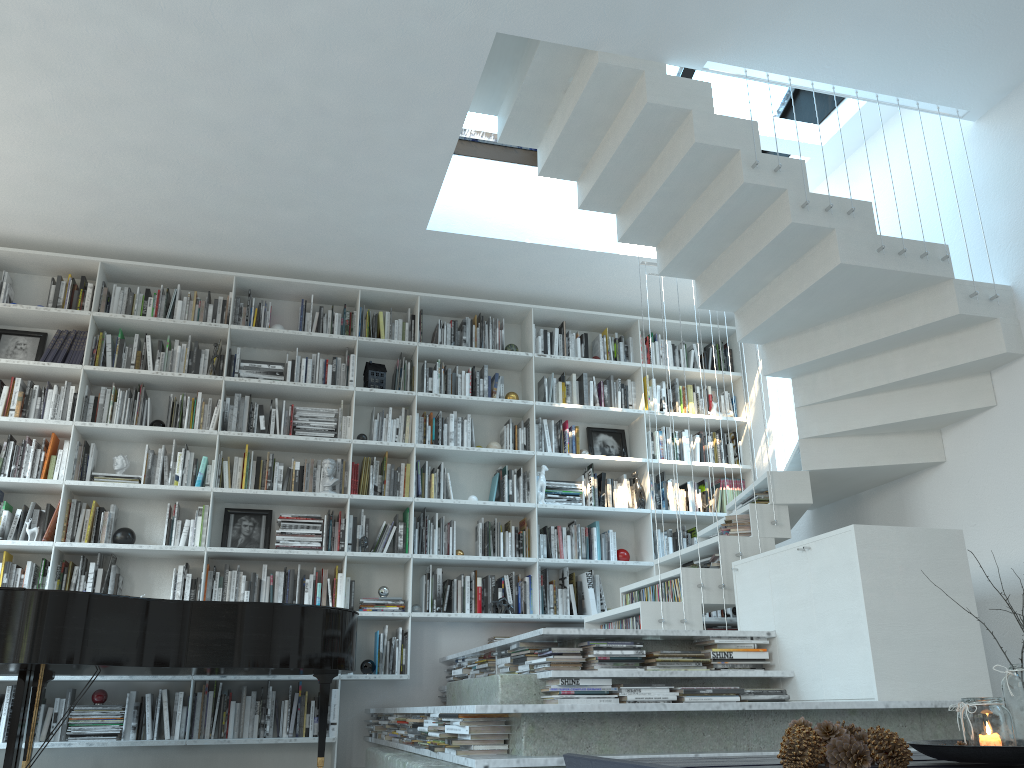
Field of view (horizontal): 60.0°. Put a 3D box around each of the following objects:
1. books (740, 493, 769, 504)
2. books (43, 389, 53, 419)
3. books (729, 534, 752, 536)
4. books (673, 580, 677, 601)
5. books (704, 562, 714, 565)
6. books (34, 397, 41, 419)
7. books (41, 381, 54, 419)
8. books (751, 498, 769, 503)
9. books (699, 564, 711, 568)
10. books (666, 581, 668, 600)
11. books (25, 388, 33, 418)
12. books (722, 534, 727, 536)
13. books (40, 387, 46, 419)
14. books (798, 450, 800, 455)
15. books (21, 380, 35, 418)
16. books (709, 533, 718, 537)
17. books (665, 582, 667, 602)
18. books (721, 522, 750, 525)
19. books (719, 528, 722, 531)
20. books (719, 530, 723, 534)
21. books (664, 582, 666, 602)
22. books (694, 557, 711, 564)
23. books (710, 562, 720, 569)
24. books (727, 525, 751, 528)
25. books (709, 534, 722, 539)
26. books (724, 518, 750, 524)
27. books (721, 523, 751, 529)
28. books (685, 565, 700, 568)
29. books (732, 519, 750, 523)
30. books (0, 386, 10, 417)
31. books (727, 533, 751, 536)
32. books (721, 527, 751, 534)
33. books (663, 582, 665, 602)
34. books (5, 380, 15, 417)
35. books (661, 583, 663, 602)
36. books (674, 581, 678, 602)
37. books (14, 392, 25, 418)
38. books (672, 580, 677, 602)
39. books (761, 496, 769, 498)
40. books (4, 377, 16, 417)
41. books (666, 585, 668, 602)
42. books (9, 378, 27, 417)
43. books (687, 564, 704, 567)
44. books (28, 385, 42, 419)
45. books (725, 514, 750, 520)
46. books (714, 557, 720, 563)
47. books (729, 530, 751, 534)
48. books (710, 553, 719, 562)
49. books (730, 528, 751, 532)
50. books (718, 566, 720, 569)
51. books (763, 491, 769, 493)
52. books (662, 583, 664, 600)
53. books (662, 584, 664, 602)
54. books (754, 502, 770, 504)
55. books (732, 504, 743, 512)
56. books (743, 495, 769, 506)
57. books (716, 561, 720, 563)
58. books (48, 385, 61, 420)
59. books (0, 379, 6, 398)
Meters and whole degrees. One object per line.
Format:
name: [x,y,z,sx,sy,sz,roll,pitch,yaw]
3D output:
books: [1.474,0.676,5.214,0.191,0.013,0.244,1,-20,-4]
books: [-2.899,0.171,5.572,0.030,0.230,0.173,5,-20,-15]
books: [1.314,0.847,4.884,0.215,0.013,0.190,-7,-21,16]
books: [0.905,1.079,4.605,0.125,0.123,0.035,5,-20,-15]
books: [1.202,1.038,5.118,0.133,0.017,0.179,3,-21,-11]
books: [-2.967,0.192,5.564,0.022,0.185,0.137,5,-20,-15]
books: [-2.921,0.147,5.579,0.012,0.279,0.189,5,-20,-15]
books: [1.479,0.704,5.204,0.176,0.007,0.255,2,-20,-7]
books: [1.177,1.058,5.104,0.189,0.012,0.156,4,-21,-12]
books: [0.879,1.110,4.693,0.125,0.125,0.008,5,-20,-15]
books: [-3.008,0.162,5.549,0.013,0.231,0.172,5,-20,-15]
books: [1.319,0.878,5.123,0.178,0.035,0.222,3,-20,-10]
books: [-2.948,0.161,5.586,0.035,0.259,0.131,5,-20,-15]
books: [1.767,0.366,4.975,0.300,0.007,0.159,-4,-20,9]
books: [-3.029,0.139,5.563,0.025,0.285,0.162,5,-20,-15]
books: [1.321,0.921,5.422,0.157,0.014,0.181,6,-21,-16]
books: [0.876,1.115,4.706,0.125,0.125,0.007,5,-20,-15]
books: [1.308,0.779,4.891,0.295,0.007,0.146,-7,-21,18]
books: [1.316,0.836,5.153,0.166,0.017,0.191,4,-21,-12]
books: [1.316,0.849,5.147,0.218,0.012,0.156,-1,-20,1]
books: [0.871,1.120,4.720,0.125,0.125,0.009,5,-20,-15]
books: [1.178,1.021,5.117,0.177,0.014,0.194,7,-21,-19]
books: [1.165,0.996,4.820,0.172,0.019,0.241,-4,-20,9]
books: [1.313,0.799,4.900,0.232,0.011,0.172,-8,-21,20]
books: [1.319,0.935,5.417,0.157,0.014,0.181,6,-21,-18]
books: [1.309,0.759,4.901,0.254,0.005,0.161,-7,-21,16]
books: [1.308,0.786,4.889,0.295,0.007,0.146,-6,-21,14]
books: [1.111,1.108,5.314,0.198,0.006,0.189,6,-21,-18]
books: [1.313,0.773,4.911,0.184,0.016,0.179,-5,-21,12]
books: [-3.156,0.150,5.519,0.047,0.237,0.163,5,-20,-15]
books: [1.317,0.841,4.896,0.254,0.007,0.189,-5,-21,11]
books: [1.308,0.802,4.883,0.295,0.006,0.147,-7,-21,18]
books: [0.869,1.123,4.729,0.125,0.125,0.010,5,-20,-15]
books: [-3.105,0.133,5.523,0.023,0.270,0.187,5,-20,-15]
books: [0.863,1.131,4.751,0.125,0.125,0.007,5,-20,-15]
books: [0.907,1.076,4.597,0.125,0.122,0.037,5,-20,-15]
books: [-3.048,0.170,5.516,0.029,0.194,0.192,5,-21,-15]
books: [0.903,1.082,4.612,0.125,0.123,0.034,5,-20,-15]
books: [1.493,0.696,5.209,0.144,0.011,0.258,2,-20,-8]
books: [-3.128,0.123,5.541,0.014,0.302,0.152,5,-20,-15]
books: [0.877,1.112,4.699,0.125,0.125,0.008,5,-20,-15]
books: [-3.078,0.127,5.527,0.030,0.284,0.186,5,-20,-15]
books: [1.131,1.101,5.322,0.161,0.012,0.195,6,-21,-17]
books: [-2.992,0.155,5.572,0.029,0.259,0.158,5,-20,-15]
books: [1.311,0.747,4.913,0.234,0.025,0.158,-9,-22,21]
books: [1.188,0.967,4.828,0.141,0.028,0.223,-2,-20,3]
books: [1.313,0.829,4.887,0.222,0.011,0.181,-6,-21,15]
books: [1.176,0.947,4.836,0.168,0.014,0.213,-2,-20,4]
books: [1.309,0.812,4.879,0.214,0.014,0.139,-5,-21,11]
books: [1.186,1.012,4.812,0.136,0.017,0.289,-3,-20,7]
books: [1.502,0.667,5.220,0.134,0.007,0.299,2,-20,-6]
books: [0.866,1.126,4.737,0.125,0.125,0.008,5,-20,-15]
books: [0.865,1.129,4.743,0.125,0.125,0.008,5,-20,-15]
books: [1.479,0.724,5.197,0.187,0.009,0.262,1,-20,-5]
books: [1.490,0.770,5.497,0.190,0.015,0.231,0,-20,-1]
books: [1.483,0.686,5.211,0.174,0.009,0.241,2,-20,-6]
books: [1.180,0.983,4.823,0.161,0.007,0.255,-2,-20,4]
books: [-2.874,0.157,5.584,0.022,0.262,0.175,5,-20,-15]
books: [-3.184,0.130,5.513,0.014,0.271,0.181,5,-20,-15]
